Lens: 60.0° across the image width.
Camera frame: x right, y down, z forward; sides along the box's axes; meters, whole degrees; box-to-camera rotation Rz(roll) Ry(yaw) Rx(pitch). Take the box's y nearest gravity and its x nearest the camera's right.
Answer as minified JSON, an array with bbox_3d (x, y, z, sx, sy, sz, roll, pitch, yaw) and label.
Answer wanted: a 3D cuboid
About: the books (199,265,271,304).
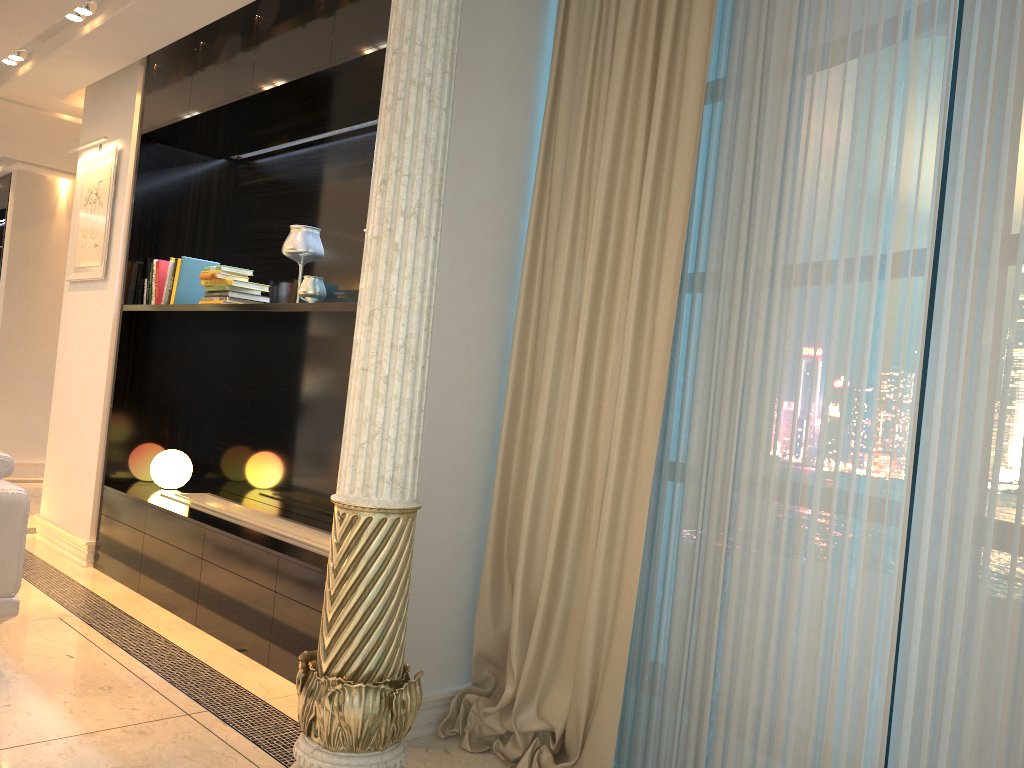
[{"bbox_3d":[-1.346,-0.454,4.290,0.260,0.197,0.296,6,-1,-42],"label":"books"}]

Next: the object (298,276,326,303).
[{"bbox_3d":[-0.872,-0.388,3.865,0.119,0.154,0.119,6,-1,-35],"label":"object"}]

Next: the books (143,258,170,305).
[{"bbox_3d":[-1.833,-0.530,4.754,0.208,0.270,0.240,6,-1,-44],"label":"books"}]

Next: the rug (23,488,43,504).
[{"bbox_3d":[-1.671,1.073,8.237,5.025,0.015,1.526,6,-1,-44],"label":"rug"}]

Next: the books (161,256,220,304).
[{"bbox_3d":[-1.668,-0.512,4.591,0.212,0.261,0.210,6,-1,-44],"label":"books"}]

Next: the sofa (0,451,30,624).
[{"bbox_3d":[-2.884,0.513,3.499,1.145,0.754,2.328,6,-1,-44],"label":"sofa"}]

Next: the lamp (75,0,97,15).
[{"bbox_3d":[-1.941,-1.745,4.026,0.107,0.127,0.107,5,-1,27],"label":"lamp"}]

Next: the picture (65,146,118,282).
[{"bbox_3d":[-2.386,-0.949,5.040,0.027,0.729,0.610,6,-1,-44],"label":"picture"}]

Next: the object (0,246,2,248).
[{"bbox_3d":[-4.599,-0.926,7.997,0.121,0.612,0.121,5,-1,41],"label":"object"}]

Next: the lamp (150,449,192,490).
[{"bbox_3d":[-1.838,0.460,4.787,0.212,0.214,0.213,6,-1,-5],"label":"lamp"}]

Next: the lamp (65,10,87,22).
[{"bbox_3d":[-2.026,-1.752,4.114,0.107,0.127,0.107,6,-1,-33],"label":"lamp"}]

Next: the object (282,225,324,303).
[{"bbox_3d":[-0.944,-0.509,3.968,0.181,0.381,0.181,5,-1,40],"label":"object"}]

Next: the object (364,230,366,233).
[{"bbox_3d":[-0.505,-0.430,3.295,0.182,0.293,0.116,5,-1,43],"label":"object"}]

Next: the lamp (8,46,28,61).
[{"bbox_3d":[-2.663,-1.807,4.768,0.107,0.127,0.107,6,-1,-33],"label":"lamp"}]

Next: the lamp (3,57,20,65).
[{"bbox_3d":[-2.743,-1.814,4.850,0.107,0.127,0.107,6,-1,-33],"label":"lamp"}]
